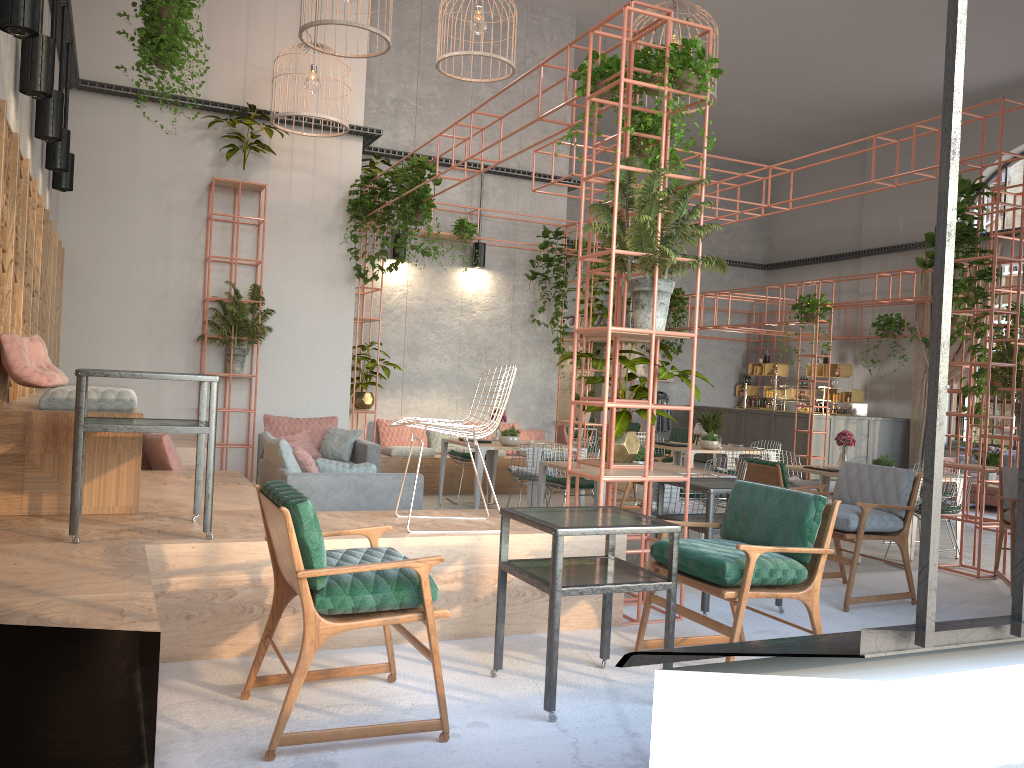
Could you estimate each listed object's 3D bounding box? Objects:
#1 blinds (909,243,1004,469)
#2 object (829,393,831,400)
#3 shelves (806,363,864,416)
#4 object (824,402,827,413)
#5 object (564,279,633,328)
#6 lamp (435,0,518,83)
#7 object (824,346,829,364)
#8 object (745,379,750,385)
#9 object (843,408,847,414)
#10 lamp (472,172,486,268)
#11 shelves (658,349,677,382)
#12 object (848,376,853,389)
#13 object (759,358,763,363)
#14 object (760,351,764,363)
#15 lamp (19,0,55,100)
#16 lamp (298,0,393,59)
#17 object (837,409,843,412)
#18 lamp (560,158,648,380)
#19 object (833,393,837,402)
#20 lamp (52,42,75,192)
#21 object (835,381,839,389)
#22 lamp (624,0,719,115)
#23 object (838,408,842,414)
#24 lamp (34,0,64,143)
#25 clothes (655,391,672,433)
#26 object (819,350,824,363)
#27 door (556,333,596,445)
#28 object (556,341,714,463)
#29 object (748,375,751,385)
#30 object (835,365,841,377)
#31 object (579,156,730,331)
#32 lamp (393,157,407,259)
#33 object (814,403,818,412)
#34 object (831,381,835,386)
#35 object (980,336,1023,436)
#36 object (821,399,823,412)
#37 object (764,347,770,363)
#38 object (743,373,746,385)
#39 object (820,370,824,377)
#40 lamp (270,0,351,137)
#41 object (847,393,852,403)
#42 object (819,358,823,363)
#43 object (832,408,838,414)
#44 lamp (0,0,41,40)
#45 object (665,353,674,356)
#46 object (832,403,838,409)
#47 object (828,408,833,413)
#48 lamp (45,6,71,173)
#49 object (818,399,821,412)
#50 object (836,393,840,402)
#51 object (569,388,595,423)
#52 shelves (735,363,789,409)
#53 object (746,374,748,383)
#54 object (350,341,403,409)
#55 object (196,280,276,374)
[{"bbox_3d":[8.906,-0.335,15.268,0.414,4.389,4.957,3,0,-23],"label":"blinds"},{"bbox_3d":[6.683,0.276,18.691,0.069,0.191,0.069,3,0,-12],"label":"object"},{"bbox_3d":[6.698,0.486,18.925,0.328,1.838,1.750,3,0,-24],"label":"shelves"},{"bbox_3d":[6.725,0.470,19.033,0.074,0.287,0.072,3,0,7],"label":"object"},{"bbox_3d":[1.282,-1.139,13.242,0.934,0.947,0.903,3,0,27],"label":"object"},{"bbox_3d":[-0.316,-5.226,9.823,0.883,3.476,0.883,3,0,28],"label":"lamp"},{"bbox_3d":[6.759,-0.624,18.994,0.134,0.386,0.134,3,0,-36],"label":"object"},{"bbox_3d":[5.617,-0.047,21.148,0.115,0.147,0.115,3,0,20],"label":"object"},{"bbox_3d":[6.970,0.563,18.561,0.073,0.131,0.073,3,0,-31],"label":"object"},{"bbox_3d":[-0.453,-2.425,12.998,0.179,1.425,0.185,3,0,-24],"label":"lamp"},{"bbox_3d":[3.540,-0.446,20.545,0.560,0.790,0.186,3,0,-24],"label":"shelves"},{"bbox_3d":[7.017,-0.029,18.368,0.075,0.273,0.075,3,0,-36],"label":"object"},{"bbox_3d":[5.818,-0.546,20.712,0.088,0.123,0.088,3,0,32],"label":"object"},{"bbox_3d":[5.918,-0.631,20.932,0.134,0.301,0.134,3,0,-36],"label":"object"},{"bbox_3d":[-2.942,-2.520,5.544,0.185,1.436,0.185,3,0,16],"label":"lamp"},{"bbox_3d":[-1.535,-5.065,8.624,0.883,3.476,0.883,3,0,28],"label":"lamp"},{"bbox_3d":[6.868,0.570,18.596,0.115,0.107,0.115,3,0,-18],"label":"object"},{"bbox_3d":[1.304,-2.130,16.548,0.704,4.052,4.456,3,0,-24],"label":"lamp"},{"bbox_3d":[6.750,0.280,18.543,0.069,0.191,0.069,3,0,11],"label":"object"},{"bbox_3d":[-4.342,-2.601,8.633,0.185,1.436,0.179,3,0,-24],"label":"lamp"},{"bbox_3d":[6.792,0.015,18.556,0.083,0.159,0.083,3,0,20],"label":"object"},{"bbox_3d":[1.628,-4.487,8.633,0.883,3.476,0.883,3,0,28],"label":"lamp"},{"bbox_3d":[6.842,0.557,18.497,0.073,0.131,0.073,3,0,-32],"label":"object"},{"bbox_3d":[-3.448,-2.550,6.659,0.185,1.436,0.185,3,0,16],"label":"lamp"},{"bbox_3d":[3.428,0.665,20.525,0.625,0.997,0.366,3,0,-44],"label":"clothes"},{"bbox_3d":[6.710,-0.585,19.184,0.134,0.301,0.134,3,0,-36],"label":"object"},{"bbox_3d":[1.148,0.195,20.386,1.360,2.729,0.551,3,0,-24],"label":"door"},{"bbox_3d":[0.800,0.063,5.853,0.934,0.923,0.903,3,0,32],"label":"object"},{"bbox_3d":[5.708,-0.114,21.303,0.066,0.291,0.066,3,0,15],"label":"object"},{"bbox_3d":[6.862,-0.273,18.627,0.137,0.261,0.137,3,0,12],"label":"object"},{"bbox_3d":[0.857,-0.870,5.407,0.894,1.101,0.900,3,0,30],"label":"object"},{"bbox_3d":[-1.552,-2.479,12.499,0.179,1.425,0.185,3,0,-24],"label":"lamp"},{"bbox_3d":[6.533,0.481,19.027,0.082,0.246,0.082,3,0,8],"label":"object"},{"bbox_3d":[6.755,0.013,18.639,0.083,0.159,0.083,3,0,20],"label":"object"},{"bbox_3d":[4.818,-0.063,8.224,0.894,1.100,0.900,3,0,5],"label":"object"},{"bbox_3d":[6.652,0.470,18.996,0.065,0.280,0.065,3,0,19],"label":"object"},{"bbox_3d":[5.966,-0.670,20.742,0.134,0.386,0.134,3,0,9],"label":"object"},{"bbox_3d":[5.563,-0.122,21.239,0.066,0.291,0.066,3,0,35],"label":"object"},{"bbox_3d":[6.646,-0.226,18.947,0.123,0.142,0.141,3,0,-24],"label":"object"},{"bbox_3d":[-2.229,-4.687,10.164,0.883,3.476,0.883,3,0,28],"label":"lamp"},{"bbox_3d":[6.954,0.283,18.197,0.131,0.207,0.131,3,0,21],"label":"object"},{"bbox_3d":[6.610,-0.500,18.964,0.088,0.123,0.088,3,0,32],"label":"object"},{"bbox_3d":[6.755,0.564,18.545,0.115,0.107,0.115,3,0,32],"label":"object"},{"bbox_3d":[-2.461,-2.492,4.483,0.185,1.436,0.185,3,0,16],"label":"lamp"},{"bbox_3d":[3.665,-0.702,20.617,0.263,0.101,0.013,3,0,-24],"label":"object"},{"bbox_3d":[6.794,0.461,18.629,0.115,0.107,0.115,3,0,32],"label":"object"},{"bbox_3d":[6.701,0.561,18.663,0.115,0.107,0.115,3,0,-27],"label":"object"},{"bbox_3d":[-3.938,-2.578,7.741,0.185,1.436,0.185,3,0,16],"label":"lamp"},{"bbox_3d":[6.573,0.461,18.954,0.066,0.291,0.066,3,0,-40],"label":"object"},{"bbox_3d":[6.788,0.282,18.460,0.069,0.191,0.069,3,0,-7],"label":"object"},{"bbox_3d":[1.080,0.320,13.279,0.438,0.527,0.368,3,0,-24],"label":"object"},{"bbox_3d":[5.906,0.441,20.673,0.328,1.838,1.750,3,0,-24],"label":"shelves"},{"bbox_3d":[5.633,-0.118,21.272,0.066,0.291,0.066,3,0,-18],"label":"object"},{"bbox_3d":[-1.962,-0.124,11.828,0.934,0.919,0.903,3,0,37],"label":"object"},{"bbox_3d":[-3.283,-0.670,10.623,0.894,1.097,0.900,3,0,5],"label":"object"}]
